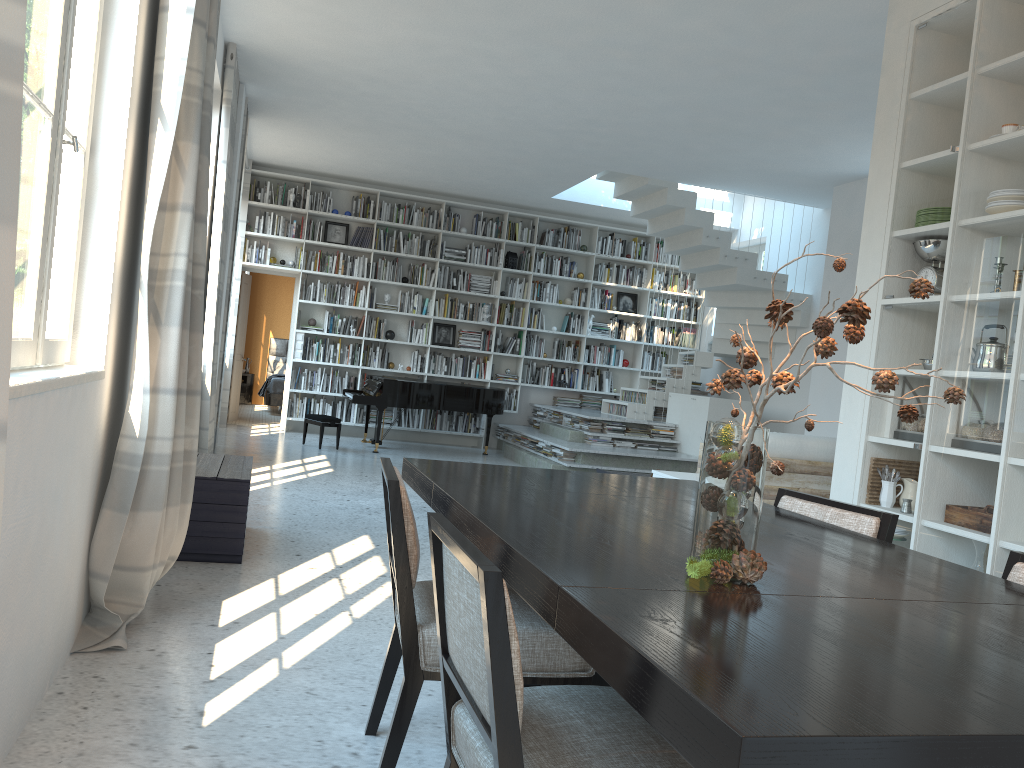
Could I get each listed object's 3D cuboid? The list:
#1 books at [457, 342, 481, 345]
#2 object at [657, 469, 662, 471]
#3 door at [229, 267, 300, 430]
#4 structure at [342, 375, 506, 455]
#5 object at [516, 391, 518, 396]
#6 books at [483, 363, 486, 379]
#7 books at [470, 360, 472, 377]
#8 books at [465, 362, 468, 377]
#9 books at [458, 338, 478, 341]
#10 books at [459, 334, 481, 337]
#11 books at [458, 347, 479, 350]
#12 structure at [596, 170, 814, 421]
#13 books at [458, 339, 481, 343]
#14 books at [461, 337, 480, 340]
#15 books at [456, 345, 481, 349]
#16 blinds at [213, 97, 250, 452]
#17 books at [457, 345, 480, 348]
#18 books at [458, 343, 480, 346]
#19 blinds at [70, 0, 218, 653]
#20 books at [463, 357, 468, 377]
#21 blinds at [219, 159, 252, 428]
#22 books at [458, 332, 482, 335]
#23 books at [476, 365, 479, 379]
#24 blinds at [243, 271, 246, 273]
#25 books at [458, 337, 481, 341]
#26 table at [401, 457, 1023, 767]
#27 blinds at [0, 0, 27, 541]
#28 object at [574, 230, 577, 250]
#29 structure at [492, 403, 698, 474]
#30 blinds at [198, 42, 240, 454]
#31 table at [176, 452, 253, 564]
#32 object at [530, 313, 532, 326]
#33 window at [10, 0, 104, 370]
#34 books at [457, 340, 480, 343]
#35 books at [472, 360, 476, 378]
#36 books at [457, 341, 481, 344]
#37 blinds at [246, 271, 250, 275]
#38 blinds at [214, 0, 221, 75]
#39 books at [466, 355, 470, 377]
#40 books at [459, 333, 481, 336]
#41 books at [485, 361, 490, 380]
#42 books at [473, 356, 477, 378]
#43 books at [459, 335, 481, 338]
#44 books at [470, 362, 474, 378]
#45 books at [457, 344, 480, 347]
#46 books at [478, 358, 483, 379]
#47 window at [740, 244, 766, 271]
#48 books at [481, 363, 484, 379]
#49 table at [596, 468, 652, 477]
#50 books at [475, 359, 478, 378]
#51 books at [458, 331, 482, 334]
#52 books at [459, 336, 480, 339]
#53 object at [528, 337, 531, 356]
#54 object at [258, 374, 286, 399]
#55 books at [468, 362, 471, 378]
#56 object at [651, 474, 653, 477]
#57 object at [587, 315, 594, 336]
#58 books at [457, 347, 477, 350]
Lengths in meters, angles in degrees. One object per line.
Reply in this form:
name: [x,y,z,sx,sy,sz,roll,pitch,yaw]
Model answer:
books: [-0.572,-0.532,11.692,0.285,0.012,0.159,6,1,-16]
object: [1.362,0.840,8.246,0.090,0.106,0.097,6,1,6]
door: [-3.296,-0.462,11.508,0.834,1.981,0.786,6,2,-16]
structure: [-0.995,0.384,10.461,1.919,0.833,1.333,6,1,-16]
object: [0.048,0.226,11.817,0.011,0.260,0.141,6,1,-16]
books: [-0.376,-0.174,11.746,0.011,0.216,0.166,6,1,-16]
books: [-0.560,-0.202,11.708,0.014,0.235,0.154,6,1,-16]
books: [-0.614,-0.192,11.696,0.021,0.203,0.128,6,1,-16]
books: [-0.563,-0.579,11.680,0.254,0.012,0.160,6,1,-21]
books: [-0.558,-0.640,11.683,0.254,0.012,0.160,6,1,-19]
books: [-0.577,-0.473,11.689,0.254,0.012,0.160,6,1,-14]
structure: [1.846,-0.915,10.462,2.614,3.383,1.953,6,1,-16]
books: [-0.565,-0.567,11.680,0.285,0.012,0.159,6,1,-11]
books: [-0.562,-0.603,11.684,0.254,0.012,0.160,6,1,-13]
books: [-0.574,-0.485,11.682,0.285,0.012,0.159,6,1,-21]
blinds: [-2.693,-0.980,8.304,0.140,3.232,0.775,6,2,-16]
books: [-0.575,-0.497,11.691,0.285,0.012,0.159,6,1,-17]
books: [-0.570,-0.520,11.682,0.254,0.012,0.160,6,1,-21]
blinds: [-1.253,-0.659,3.186,0.359,3.054,0.845,6,2,-11]
books: [-0.630,-0.224,11.675,0.028,0.264,0.161,6,1,-16]
blinds: [-3.440,-1.103,10.991,0.140,3.232,0.775,6,2,-16]
books: [-0.556,-0.664,11.684,0.285,0.012,0.159,6,1,-14]
books: [-0.469,-0.167,11.718,0.023,0.183,0.169,6,1,-16]
blinds: [-3.756,-1.155,12.124,0.140,3.232,0.775,6,2,-16]
books: [-0.562,-0.591,11.679,0.285,0.012,0.159,6,1,-11]
table: [0.409,0.715,2.075,1.086,0.736,2.198,6,1,-16]
blinds: [-0.405,-0.563,0.338,0.174,3.133,1.354,6,2,-14]
object: [0.840,-1.932,12.000,0.006,0.298,0.129,6,2,-16]
structure: [1.428,0.739,10.838,2.900,0.659,3.110,6,1,-16]
blinds: [-2.331,-0.940,7.024,0.183,3.262,1.025,6,2,-16]
table: [-1.638,0.613,4.594,0.524,0.415,0.925,6,1,-16]
object: [0.229,-0.843,11.890,0.013,0.208,0.140,6,1,-16]
window: [-1.078,-1.003,1.916,0.042,2.010,1.981,6,1,-16]
books: [-0.568,-0.556,11.687,0.285,0.012,0.159,6,1,-14]
books: [-0.517,-0.197,11.708,0.023,0.234,0.174,6,1,-16]
books: [-0.570,-0.544,11.690,0.285,0.012,0.159,6,1,-15]
blinds: [-4.502,-1.277,14.810,0.140,3.232,0.775,6,2,-16]
blinds: [-1.602,-0.822,4.446,0.132,3.262,0.721,6,2,-16]
books: [-0.591,-0.237,11.689,0.012,0.297,0.177,6,1,-16]
books: [-0.556,-0.652,11.680,0.254,0.012,0.160,6,1,-20]
books: [-0.342,-0.185,11.749,0.033,0.246,0.176,6,1,-16]
books: [-0.499,-0.226,11.724,0.014,0.294,0.137,6,2,-16]
books: [-0.559,-0.628,11.681,0.254,0.012,0.160,6,1,-20]
books: [-0.541,-0.185,11.703,0.023,0.204,0.167,6,1,-16]
books: [-0.572,-0.508,11.681,0.285,0.012,0.159,6,1,-11]
books: [-0.434,-0.208,11.738,0.026,0.272,0.175,6,1,-16]
window: [3.182,-1.215,11.584,0.042,1.226,1.116,6,1,-16]
books: [-0.402,-0.174,11.738,0.042,0.212,0.169,6,1,-16]
table: [1.576,1.011,8.139,1.270,0.218,1.257,6,1,-16]
books: [-0.490,-0.206,11.736,0.014,0.256,0.145,6,1,-16]
books: [-0.553,-0.676,11.677,0.285,0.012,0.159,6,1,-21]
books: [-0.561,-0.616,11.683,0.254,0.012,0.160,6,1,-19]
object: [0.214,-0.505,11.923,0.007,0.266,0.134,6,1,-16]
object: [-3.339,0.004,14.380,1.481,0.540,1.449,6,1,-16]
books: [-0.577,-0.190,11.693,0.024,0.207,0.183,6,1,-16]
object: [1.295,0.857,8.101,0.082,0.085,0.082,6,1,-1]
object: [1.051,-0.792,11.949,0.087,0.288,0.075,7,2,19]
books: [-0.578,-0.460,11.685,0.254,0.012,0.160,6,1,-20]
